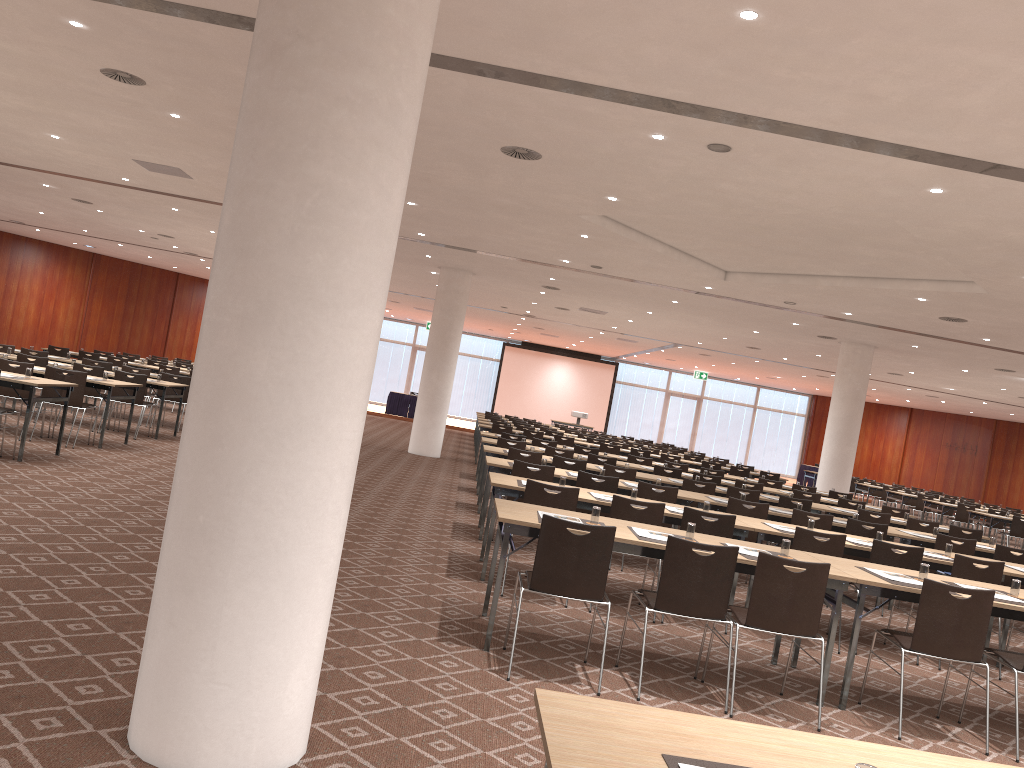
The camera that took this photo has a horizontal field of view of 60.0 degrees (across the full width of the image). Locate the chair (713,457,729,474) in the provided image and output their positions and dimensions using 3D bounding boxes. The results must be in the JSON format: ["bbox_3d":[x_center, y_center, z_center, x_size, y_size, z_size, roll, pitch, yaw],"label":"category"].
[{"bbox_3d":[5.317,2.378,23.067,0.536,0.939,0.613,10,0,-3],"label":"chair"}]

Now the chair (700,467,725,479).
[{"bbox_3d":[3.381,1.933,15.510,0.536,0.939,0.613,10,0,-6],"label":"chair"}]

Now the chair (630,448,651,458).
[{"bbox_3d":[2.646,1.847,18.980,0.536,0.939,0.613,10,0,-3],"label":"chair"}]

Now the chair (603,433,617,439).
[{"bbox_3d":[2.875,1.992,26.922,0.535,0.939,0.614,10,0,0],"label":"chair"}]

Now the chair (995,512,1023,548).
[{"bbox_3d":[12.130,3.572,21.383,0.536,0.939,0.613,10,0,-4],"label":"chair"}]

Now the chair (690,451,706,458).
[{"bbox_3d":[5.135,2.371,25.026,0.535,0.939,0.614,10,0,-1],"label":"chair"}]

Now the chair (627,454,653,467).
[{"bbox_3d":[2.123,1.706,15.375,0.535,0.939,0.614,10,0,0],"label":"chair"}]

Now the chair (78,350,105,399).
[{"bbox_3d":[-8.770,-0.199,18.403,0.535,0.939,0.614,10,0,-1],"label":"chair"}]

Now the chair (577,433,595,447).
[{"bbox_3d":[1.826,1.752,22.903,0.535,0.939,0.614,10,0,-1],"label":"chair"}]

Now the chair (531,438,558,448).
[{"bbox_3d":[0.471,1.410,15.297,0.536,0.939,0.613,10,0,-4],"label":"chair"}]

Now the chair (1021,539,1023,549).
[{"bbox_3d":[11.576,3.447,19.355,0.535,0.939,0.614,10,0,-1],"label":"chair"}]

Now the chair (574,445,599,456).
[{"bbox_3d":[1.206,1.543,15.409,0.535,0.939,0.614,10,0,-1],"label":"chair"}]

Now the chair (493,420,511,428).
[{"bbox_3d":[-0.313,1.343,20.801,0.536,0.939,0.614,10,0,-2],"label":"chair"}]

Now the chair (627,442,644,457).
[{"bbox_3d":[3.079,1.976,22.927,0.536,0.939,0.613,10,0,-4],"label":"chair"}]

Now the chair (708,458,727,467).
[{"bbox_3d":[4.754,2.251,21.038,0.536,0.939,0.613,10,0,-3],"label":"chair"}]

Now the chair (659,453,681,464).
[{"bbox_3d":[3.284,1.960,18.933,0.535,0.939,0.614,10,0,-1],"label":"chair"}]

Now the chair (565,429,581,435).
[{"bbox_3d":[1.617,1.741,24.861,0.535,0.939,0.614,10,0,-1],"label":"chair"}]

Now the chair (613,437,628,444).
[{"bbox_3d":[2.958,1.982,25.001,0.536,0.939,0.613,10,0,-5],"label":"chair"}]

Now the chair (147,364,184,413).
[{"bbox_3d":[-7.168,0.089,18.538,0.535,0.939,0.614,10,0,0],"label":"chair"}]

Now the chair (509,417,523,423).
[{"bbox_3d":[0.037,1.484,26.789,0.536,0.939,0.613,10,0,-4],"label":"chair"}]

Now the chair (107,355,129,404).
[{"bbox_3d":[-8.161,-0.091,18.351,0.535,0.939,0.614,10,0,-1],"label":"chair"}]

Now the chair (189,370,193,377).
[{"bbox_3d":[-6.500,0.207,18.428,0.536,0.939,0.613,10,0,-4],"label":"chair"}]

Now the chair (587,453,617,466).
[{"bbox_3d":[1.267,1.527,13.332,0.535,0.939,0.614,10,0,0],"label":"chair"}]

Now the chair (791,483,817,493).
[{"bbox_3d":[4.990,2.221,15.543,0.536,0.939,0.613,10,0,-3],"label":"chair"}]

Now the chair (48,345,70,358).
[{"bbox_3d":[-9.342,-0.303,18.295,0.535,0.939,0.614,10,0,0],"label":"chair"}]

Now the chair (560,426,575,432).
[{"bbox_3d":[1.596,1.764,26.939,0.535,0.939,0.614,10,0,0],"label":"chair"}]

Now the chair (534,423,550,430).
[{"bbox_3d":[0.754,1.587,24.856,0.535,0.939,0.614,10,0,0],"label":"chair"}]

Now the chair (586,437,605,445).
[{"bbox_3d":[1.877,1.735,20.869,0.536,0.939,0.613,10,0,-3],"label":"chair"}]

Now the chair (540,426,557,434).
[{"bbox_3d":[0.846,1.576,22.823,0.536,0.939,0.613,10,0,-5],"label":"chair"}]

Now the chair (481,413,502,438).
[{"bbox_3d":[-0.603,1.370,26.836,0.536,0.939,0.613,10,0,-5],"label":"chair"}]

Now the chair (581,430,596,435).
[{"bbox_3d":[2.235,1.878,26.927,0.535,0.939,0.614,10,0,0],"label":"chair"}]

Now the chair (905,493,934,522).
[{"bbox_3d":[10.754,3.353,23.380,0.536,0.939,0.613,10,0,-3],"label":"chair"}]

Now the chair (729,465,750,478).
[{"bbox_3d":[4.764,2.226,19.002,0.536,0.939,0.613,10,0,-4],"label":"chair"}]

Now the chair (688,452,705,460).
[{"bbox_3d":[4.662,2.260,23.001,0.535,0.939,0.614,10,0,-1],"label":"chair"}]

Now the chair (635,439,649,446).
[{"bbox_3d":[3.866,2.171,27.045,0.535,0.939,0.614,10,0,-1],"label":"chair"}]

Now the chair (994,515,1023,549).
[{"bbox_3d":[10.913,3.327,19.243,0.535,0.939,0.614,10,0,-1],"label":"chair"}]

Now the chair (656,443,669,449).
[{"bbox_3d":[4.458,2.276,26.996,0.535,0.939,0.614,10,0,-2],"label":"chair"}]

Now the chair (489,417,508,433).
[{"bbox_3d":[-0.417,1.351,22.841,0.536,0.939,0.613,10,0,-5],"label":"chair"}]

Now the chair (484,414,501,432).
[{"bbox_3d":[-0.612,1.341,24.757,0.535,0.939,0.614,10,0,-2],"label":"chair"}]

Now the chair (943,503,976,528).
[{"bbox_3d":[10.802,3.335,21.381,0.535,0.939,0.614,10,0,-1],"label":"chair"}]

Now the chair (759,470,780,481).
[{"bbox_3d":[5.439,2.348,19.110,0.535,0.939,0.614,10,0,0],"label":"chair"}]

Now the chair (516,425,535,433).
[{"bbox_3d":[0.245,1.442,20.793,0.535,0.939,0.614,10,0,0],"label":"chair"}]

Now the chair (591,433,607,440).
[{"bbox_3d":[2.338,1.870,24.930,0.536,0.939,0.613,10,0,-4],"label":"chair"}]

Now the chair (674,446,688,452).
[{"bbox_3d":[5.037,2.380,27.058,0.536,0.939,0.613,10,0,-3],"label":"chair"}]

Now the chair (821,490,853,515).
[{"bbox_3d":[5.614,2.332,15.538,0.536,0.939,0.613,10,0,-5],"label":"chair"}]

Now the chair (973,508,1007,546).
[{"bbox_3d":[11.475,3.454,21.271,0.535,0.939,0.614,10,0,-1],"label":"chair"}]

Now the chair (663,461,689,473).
[{"bbox_3d":[2.747,1.819,15.439,0.536,0.939,0.613,10,0,-3],"label":"chair"}]

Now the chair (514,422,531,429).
[{"bbox_3d":[0.194,1.460,22.827,0.535,0.939,0.614,10,0,0],"label":"chair"}]

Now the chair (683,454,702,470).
[{"bbox_3d":[4.158,2.143,20.976,0.536,0.939,0.613,10,0,-4],"label":"chair"}]

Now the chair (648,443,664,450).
[{"bbox_3d":[3.940,2.157,24.970,0.536,0.939,0.613,10,0,-3],"label":"chair"}]

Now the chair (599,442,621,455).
[{"bbox_3d":[1.999,1.731,18.907,0.535,0.939,0.614,10,0,-2],"label":"chair"}]

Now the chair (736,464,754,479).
[{"bbox_3d":[5.413,2.368,21.034,0.535,0.939,0.614,10,0,-1],"label":"chair"}]

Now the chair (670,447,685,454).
[{"bbox_3d":[4.540,2.265,25.033,0.536,0.939,0.613,10,0,-5],"label":"chair"}]

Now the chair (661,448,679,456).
[{"bbox_3d":[4.005,2.143,23.048,0.535,0.939,0.614,10,0,-2],"label":"chair"}]

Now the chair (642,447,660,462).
[{"bbox_3d":[3.174,1.968,21.007,0.536,0.939,0.613,10,0,-5],"label":"chair"}]

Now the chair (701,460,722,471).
[{"bbox_3d":[4.158,2.118,19.008,0.536,0.939,0.613,10,0,-4],"label":"chair"}]

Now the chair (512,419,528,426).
[{"bbox_3d":[0.141,1.477,24.869,0.536,0.939,0.614,10,0,-3],"label":"chair"}]

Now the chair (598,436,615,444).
[{"bbox_3d":[2.342,1.845,22.970,0.536,0.939,0.614,10,0,-2],"label":"chair"}]

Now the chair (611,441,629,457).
[{"bbox_3d":[2.442,1.836,20.930,0.536,0.939,0.613,10,0,-4],"label":"chair"}]

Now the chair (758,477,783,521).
[{"bbox_3d":[4.385,2.112,15.480,0.536,0.939,0.613,10,0,-3],"label":"chair"}]
